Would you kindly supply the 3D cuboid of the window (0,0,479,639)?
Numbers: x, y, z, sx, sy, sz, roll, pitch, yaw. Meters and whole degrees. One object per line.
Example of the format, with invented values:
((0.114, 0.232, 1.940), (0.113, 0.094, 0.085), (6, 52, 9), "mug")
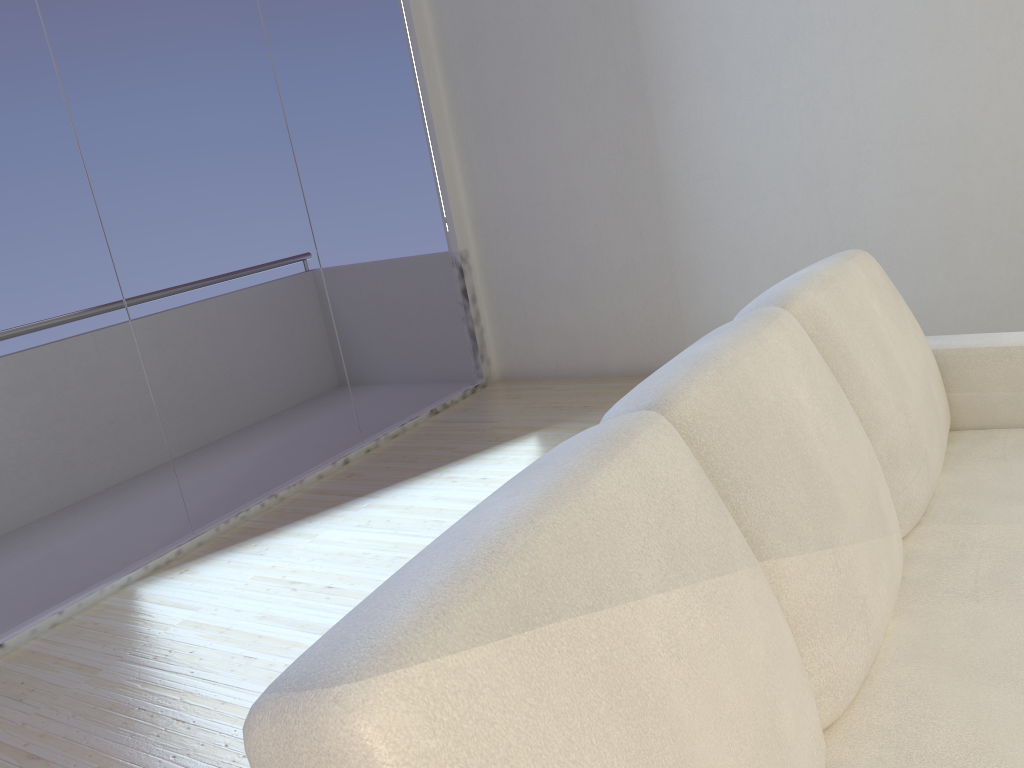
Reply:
((-1.218, -0.858, 3.493), (0.012, 2.706, 2.988), (-2, 17, 33), "window")

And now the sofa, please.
((0.647, 0.330, 1.328), (0.941, 0.862, 2.166), (-2, 17, 33), "sofa")
